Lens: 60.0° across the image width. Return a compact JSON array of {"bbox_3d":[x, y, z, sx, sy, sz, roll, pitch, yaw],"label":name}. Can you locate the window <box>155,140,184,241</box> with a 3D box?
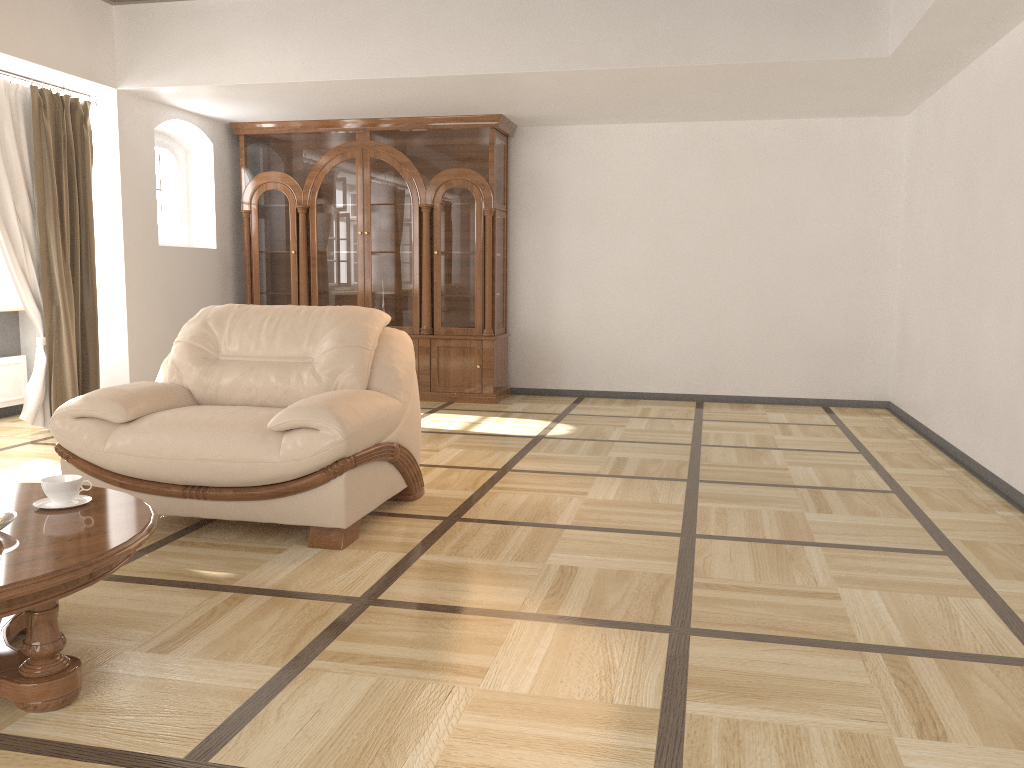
[{"bbox_3d":[-2.804,-1.533,7.047,0.050,0.784,0.600,2,7,12],"label":"window"}]

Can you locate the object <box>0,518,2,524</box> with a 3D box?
[{"bbox_3d":[-1.291,0.347,2.207,0.038,0.041,0.041,0,7,-3],"label":"object"}]

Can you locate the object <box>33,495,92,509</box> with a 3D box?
[{"bbox_3d":[-1.273,0.337,2.513,0.150,0.010,0.150,1,7,2],"label":"object"}]

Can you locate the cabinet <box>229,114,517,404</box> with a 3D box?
[{"bbox_3d":[-1.180,-1.049,7.618,2.360,2.298,0.587,2,7,12],"label":"cabinet"}]

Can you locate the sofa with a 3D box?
[{"bbox_3d":[-1.139,0.110,3.934,1.318,0.900,1.052,2,7,12],"label":"sofa"}]

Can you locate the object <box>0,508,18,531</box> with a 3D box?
[{"bbox_3d":[-1.363,0.358,2.215,0.227,0.039,0.227,6,9,37],"label":"object"}]

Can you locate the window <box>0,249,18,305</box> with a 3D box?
[{"bbox_3d":[-3.610,-1.221,5.572,0.782,1.500,1.653,2,7,12],"label":"window"}]

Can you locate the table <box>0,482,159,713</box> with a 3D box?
[{"bbox_3d":[-1.514,0.571,2.238,1.167,0.392,1.169,1,7,8],"label":"table"}]

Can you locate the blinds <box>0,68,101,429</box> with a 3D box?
[{"bbox_3d":[-3.504,-0.563,3.486,0.285,2.294,5.765,2,7,12],"label":"blinds"}]

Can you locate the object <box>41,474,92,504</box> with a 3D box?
[{"bbox_3d":[-1.268,0.303,2.506,0.114,0.071,0.105,4,8,27],"label":"object"}]
